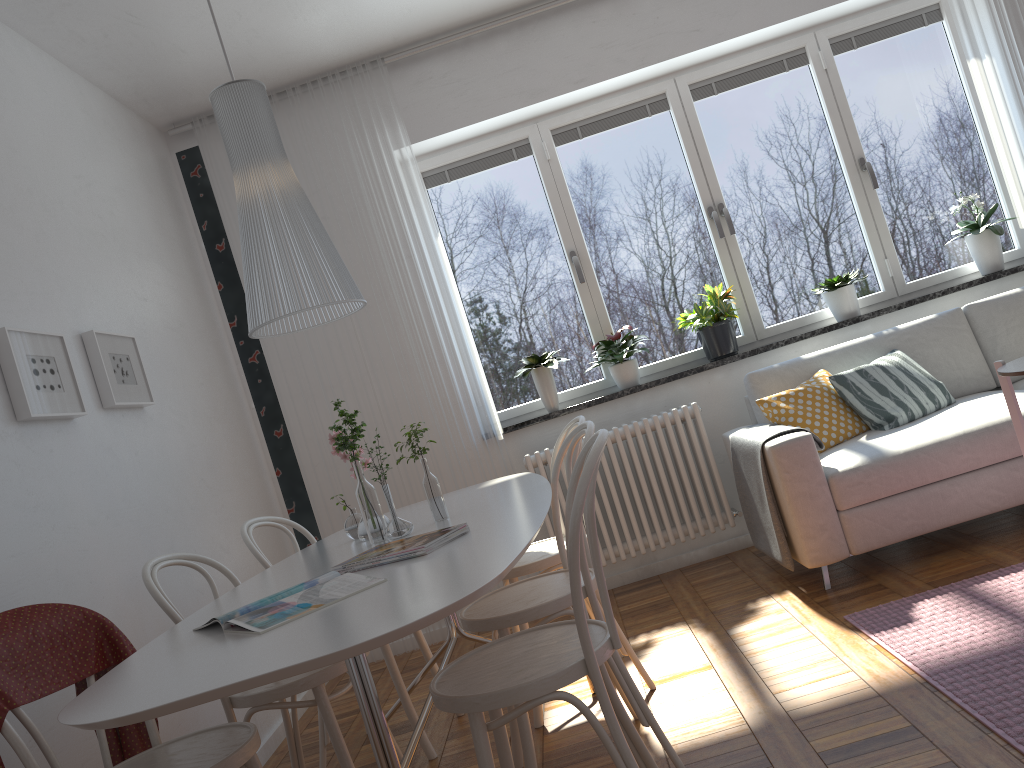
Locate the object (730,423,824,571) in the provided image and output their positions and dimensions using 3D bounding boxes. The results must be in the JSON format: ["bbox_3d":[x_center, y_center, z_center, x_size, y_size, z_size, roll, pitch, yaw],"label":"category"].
[{"bbox_3d":[1.126,0.440,3.700,0.288,0.533,0.608,-18,-1,2],"label":"object"}]

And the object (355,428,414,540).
[{"bbox_3d":[-0.349,0.273,2.424,0.084,0.308,0.084,-17,-1,-43],"label":"object"}]

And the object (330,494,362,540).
[{"bbox_3d":[-0.507,0.414,2.791,0.113,0.151,0.087,-18,-1,25],"label":"object"}]

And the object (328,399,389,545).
[{"bbox_3d":[-0.426,0.240,2.487,0.107,0.419,0.111,-17,-1,-9],"label":"object"}]

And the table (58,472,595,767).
[{"bbox_3d":[-0.222,0.796,2.371,0.932,0.770,2.289,-18,-1,2],"label":"table"}]

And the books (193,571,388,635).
[{"bbox_3d":[-0.463,0.438,1.801,0.265,0.029,0.406,-16,-2,-38],"label":"books"}]

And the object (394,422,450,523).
[{"bbox_3d":[-0.249,0.252,2.554,0.146,0.294,0.098,-18,-1,36],"label":"object"}]

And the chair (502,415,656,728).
[{"bbox_3d":[1.561,-0.039,3.431,3.690,1.342,0.448,-17,-1,-12],"label":"chair"}]

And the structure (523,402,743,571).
[{"bbox_3d":[0.567,0.514,4.352,0.972,0.623,0.224,-18,-1,2],"label":"structure"}]

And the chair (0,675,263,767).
[{"bbox_3d":[-0.779,0.883,1.923,0.520,0.917,0.447,-18,-1,12],"label":"chair"}]

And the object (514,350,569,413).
[{"bbox_3d":[0.179,-0.013,4.521,0.292,0.315,0.354,-17,-1,-7],"label":"object"}]

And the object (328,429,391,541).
[{"bbox_3d":[-0.455,0.291,2.663,0.110,0.348,0.108,-17,-1,-29],"label":"object"}]

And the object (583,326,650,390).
[{"bbox_3d":[0.561,-0.129,4.558,0.379,0.308,0.371,-17,-1,-23],"label":"object"}]

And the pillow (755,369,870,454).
[{"bbox_3d":[1.333,0.118,3.867,0.463,0.317,0.313,-17,-1,-30],"label":"pillow"}]

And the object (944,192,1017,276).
[{"bbox_3d":[2.361,-0.769,4.523,0.286,0.444,0.340,-17,-1,-9],"label":"object"}]

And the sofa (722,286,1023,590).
[{"bbox_3d":[2.199,0.033,3.745,2.462,0.843,1.004,-18,-1,2],"label":"sofa"}]

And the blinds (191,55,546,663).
[{"bbox_3d":[-0.696,-0.113,4.445,1.038,2.886,0.055,-18,0,2],"label":"blinds"}]

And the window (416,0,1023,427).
[{"bbox_3d":[1.068,-0.917,4.644,3.021,1.510,0.151,-18,0,2],"label":"window"}]

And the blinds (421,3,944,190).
[{"bbox_3d":[0.883,-1.509,4.684,2.845,0.098,0.015,-18,0,2],"label":"blinds"}]

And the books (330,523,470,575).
[{"bbox_3d":[-0.258,0.384,2.061,0.279,0.022,0.204,-18,-2,29],"label":"books"}]

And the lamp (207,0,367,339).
[{"bbox_3d":[-0.720,-0.868,2.165,0.292,1.496,0.293,-17,-1,-43],"label":"lamp"}]

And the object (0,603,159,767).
[{"bbox_3d":[-1.011,0.773,1.974,0.201,0.579,0.491,-18,-1,17],"label":"object"}]

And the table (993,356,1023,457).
[{"bbox_3d":[1.878,0.186,2.629,0.617,0.687,0.618,-18,-1,1],"label":"table"}]

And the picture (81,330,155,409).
[{"bbox_3d":[-1.424,-0.049,3.221,0.047,0.273,0.311,-18,-1,2],"label":"picture"}]

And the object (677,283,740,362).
[{"bbox_3d":[1.009,-0.312,4.510,0.334,0.384,0.299,-18,-1,18],"label":"object"}]

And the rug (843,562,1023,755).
[{"bbox_3d":[2.243,0.406,1.773,2.458,0.008,2.366,-18,-1,2],"label":"rug"}]

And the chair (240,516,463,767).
[{"bbox_3d":[-0.571,0.849,3.148,0.520,0.917,0.447,-18,-1,7],"label":"chair"}]

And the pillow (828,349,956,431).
[{"bbox_3d":[1.650,0.015,3.837,0.468,0.288,0.310,-17,-1,-27],"label":"pillow"}]

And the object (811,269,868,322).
[{"bbox_3d":[1.674,-0.444,4.501,0.267,0.237,0.284,-17,-1,-16],"label":"object"}]

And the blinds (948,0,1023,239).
[{"bbox_3d":[2.990,-1.280,4.282,1.293,2.886,0.055,-18,0,2],"label":"blinds"}]

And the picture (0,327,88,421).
[{"bbox_3d":[-1.437,-0.027,2.710,0.047,0.273,0.311,-18,-1,2],"label":"picture"}]

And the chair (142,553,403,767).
[{"bbox_3d":[-0.638,0.853,2.493,0.520,0.917,0.448,-18,-1,2],"label":"chair"}]
